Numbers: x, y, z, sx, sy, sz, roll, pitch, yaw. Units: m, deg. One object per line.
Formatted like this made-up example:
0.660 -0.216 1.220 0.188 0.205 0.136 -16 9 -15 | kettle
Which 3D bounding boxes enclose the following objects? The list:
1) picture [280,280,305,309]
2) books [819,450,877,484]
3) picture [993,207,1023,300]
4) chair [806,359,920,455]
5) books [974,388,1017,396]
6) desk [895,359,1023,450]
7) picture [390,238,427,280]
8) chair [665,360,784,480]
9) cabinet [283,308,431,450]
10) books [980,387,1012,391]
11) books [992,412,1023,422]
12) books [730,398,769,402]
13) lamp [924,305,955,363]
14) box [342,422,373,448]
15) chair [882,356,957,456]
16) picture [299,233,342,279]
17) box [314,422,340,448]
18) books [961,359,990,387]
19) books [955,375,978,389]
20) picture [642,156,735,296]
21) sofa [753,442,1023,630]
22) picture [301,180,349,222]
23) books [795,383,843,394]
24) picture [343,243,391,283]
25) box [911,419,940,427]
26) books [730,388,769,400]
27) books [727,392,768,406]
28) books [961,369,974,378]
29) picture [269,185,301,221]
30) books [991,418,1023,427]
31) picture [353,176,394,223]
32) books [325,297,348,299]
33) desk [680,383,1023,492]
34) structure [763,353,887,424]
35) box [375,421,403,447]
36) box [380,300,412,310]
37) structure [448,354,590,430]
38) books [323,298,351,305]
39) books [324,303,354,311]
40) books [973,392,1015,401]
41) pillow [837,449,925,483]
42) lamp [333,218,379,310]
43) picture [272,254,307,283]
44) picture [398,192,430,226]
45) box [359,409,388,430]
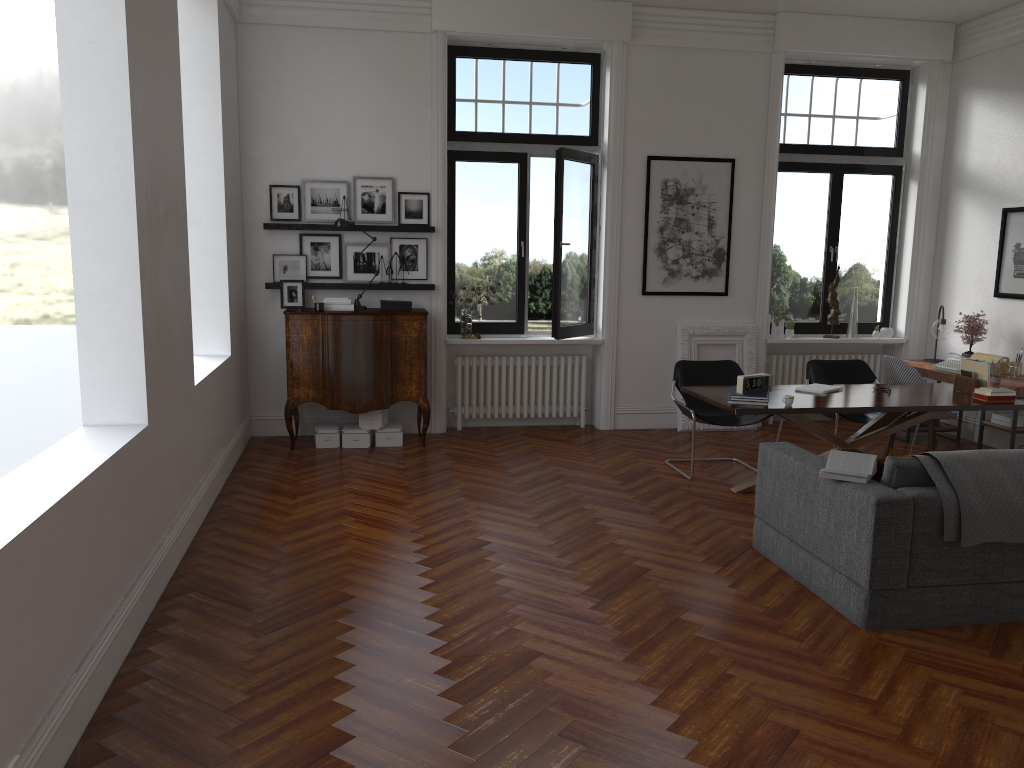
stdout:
-1.966 -0.804 7.947 0.213 0.258 0.020 -1 10 -10 | picture
1.698 0.411 4.471 0.224 0.096 0.278 6 10 32 | books
4.568 -1.166 7.896 0.050 0.819 0.632 -1 9 -10 | picture
2.831 0.269 7.345 0.752 0.875 0.743 -1 9 -10 | chair
3.434 0.056 6.300 0.207 0.029 0.163 -1 9 -12 | books
4.112 0.264 7.962 0.647 0.760 1.792 -1 9 -10 | desk
-0.957 -1.160 8.224 0.343 0.386 0.020 -1 10 -10 | picture
1.673 0.281 7.145 0.752 0.875 0.743 -1 9 -10 | chair
-1.384 -0.052 7.967 1.266 1.222 0.638 -1 10 -10 | cabinet
3.444 0.036 6.310 0.159 0.008 0.128 0 9 -8 | books
4.138 0.274 7.252 0.309 0.038 0.225 -1 9 -10 | books
1.630 0.084 6.075 0.250 0.017 0.343 3 9 15 | books
4.088 -0.476 8.473 0.207 0.552 0.440 3 9 13 | lamp
-1.398 0.469 8.041 0.245 0.177 0.393 0 9 -5 | box
3.533 0.200 7.832 0.547 0.903 0.714 -2 10 -17 | chair
-1.744 -1.164 8.085 0.373 0.408 0.020 -1 10 -10 | picture
-1.677 0.467 8.024 0.209 0.177 0.393 -2 9 -15 | box
3.459 -0.055 6.624 0.043 0.240 0.309 -1 9 -10 | books
3.375 0.005 6.596 0.028 0.125 0.220 -1 9 -10 | books
1.717 -1.526 8.636 0.882 1.328 0.035 -1 10 -10 | picture
2.861 0.693 4.947 2.644 0.832 1.257 -1 9 -10 | sofa
-1.685 -1.651 8.010 0.415 0.369 0.020 -1 10 -10 | picture
2.303 0.035 6.644 0.325 0.026 0.230 -7 12 -44 | books
-1.337 -1.112 8.164 0.434 0.366 0.020 -1 10 -10 | picture
3.924 0.352 8.630 0.317 0.083 0.295 -1 9 -10 | box
1.630 0.067 6.073 0.250 0.017 0.343 3 9 15 | books
1.619 0.104 6.090 0.264 0.027 0.346 3 9 15 | books
3.413 -0.023 6.642 0.041 0.158 0.128 -1 9 -10 | books
-2.035 -1.622 7.955 0.267 0.316 0.020 -1 10 -10 | picture
4.130 0.310 7.249 0.309 0.038 0.225 -1 9 -11 | books
-1.261 -1.676 8.080 0.369 0.410 0.020 -1 10 -10 | picture
-1.551 -0.760 7.849 0.200 0.014 0.178 -1 9 -10 | books
2.455 0.449 6.494 2.226 0.754 1.026 -1 9 -10 | desk
3.308 0.066 9.431 1.453 0.781 0.224 -1 10 -10 | structure
-1.131 0.462 8.118 0.245 0.177 0.393 -1 9 -10 | box
-1.052 -0.714 8.044 0.282 0.087 0.208 -1 9 -10 | box
0.083 0.099 8.877 1.453 0.781 0.224 -1 10 -10 | structure
-1.551 -0.735 7.875 0.239 0.044 0.254 -1 9 -10 | books
-1.552 -0.684 7.878 0.294 0.057 0.229 -1 9 -10 | books
3.426 0.091 6.300 0.215 0.040 0.159 0 9 -8 | books
1.951 0.519 4.689 0.469 0.398 0.329 5 10 27 | pillow
-1.382 -1.062 7.913 0.174 0.805 0.490 10 13 44 | lamp
-2.011 -1.045 8.033 0.300 0.254 0.020 -1 10 -10 | picture
-0.902 -1.607 8.154 0.289 0.304 0.020 -1 10 -10 | picture
-1.257 0.290 8.065 0.209 0.177 0.393 1 9 0 | box
